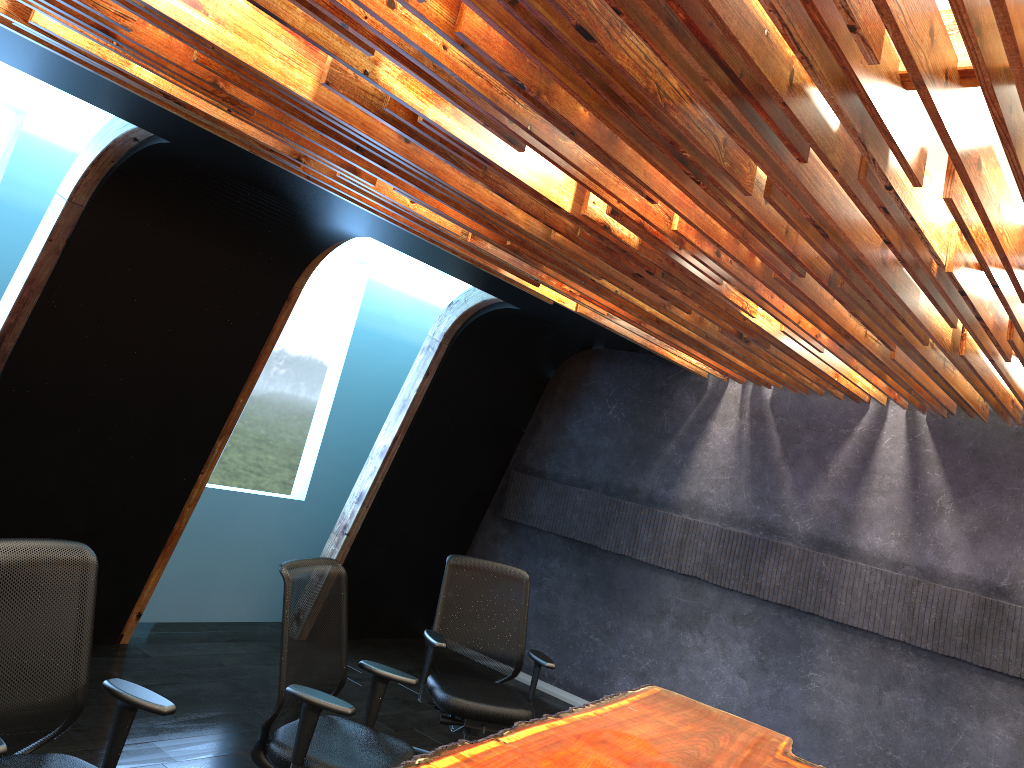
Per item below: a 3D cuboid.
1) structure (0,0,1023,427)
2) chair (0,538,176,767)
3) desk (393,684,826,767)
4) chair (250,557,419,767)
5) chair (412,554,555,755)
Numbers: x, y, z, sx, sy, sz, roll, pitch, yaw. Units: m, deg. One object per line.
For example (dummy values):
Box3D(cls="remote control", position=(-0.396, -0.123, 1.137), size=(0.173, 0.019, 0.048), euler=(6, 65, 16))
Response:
Box3D(cls="structure", position=(-0.221, 0.341, 1.701), size=(4.568, 3.050, 11.170), euler=(8, -7, 38))
Box3D(cls="chair", position=(-1.440, 1.195, 2.671), size=(0.803, 1.263, 0.790), euler=(10, -11, 23))
Box3D(cls="desk", position=(-0.372, 1.615, 1.919), size=(2.054, 0.832, 6.484), euler=(10, -6, 38))
Box3D(cls="chair", position=(-0.704, 1.464, 3.703), size=(0.803, 1.263, 0.791), euler=(11, -11, 18))
Box3D(cls="chair", position=(-0.175, 1.703, 5.006), size=(0.809, 1.263, 0.785), euler=(17, -11, -17))
